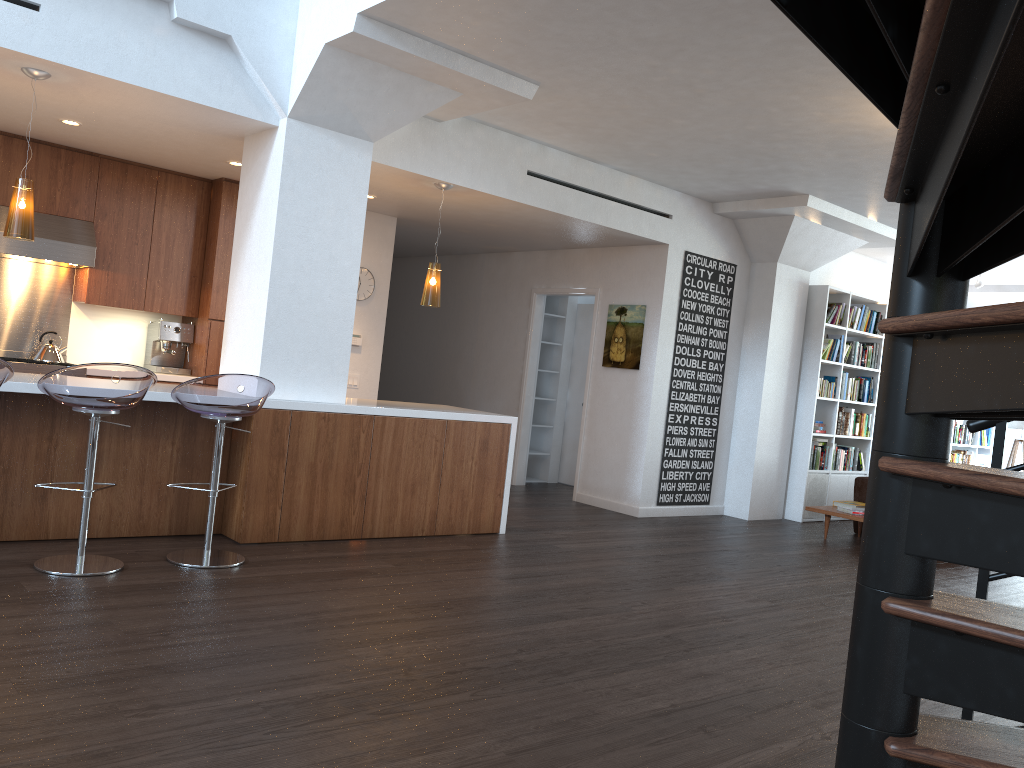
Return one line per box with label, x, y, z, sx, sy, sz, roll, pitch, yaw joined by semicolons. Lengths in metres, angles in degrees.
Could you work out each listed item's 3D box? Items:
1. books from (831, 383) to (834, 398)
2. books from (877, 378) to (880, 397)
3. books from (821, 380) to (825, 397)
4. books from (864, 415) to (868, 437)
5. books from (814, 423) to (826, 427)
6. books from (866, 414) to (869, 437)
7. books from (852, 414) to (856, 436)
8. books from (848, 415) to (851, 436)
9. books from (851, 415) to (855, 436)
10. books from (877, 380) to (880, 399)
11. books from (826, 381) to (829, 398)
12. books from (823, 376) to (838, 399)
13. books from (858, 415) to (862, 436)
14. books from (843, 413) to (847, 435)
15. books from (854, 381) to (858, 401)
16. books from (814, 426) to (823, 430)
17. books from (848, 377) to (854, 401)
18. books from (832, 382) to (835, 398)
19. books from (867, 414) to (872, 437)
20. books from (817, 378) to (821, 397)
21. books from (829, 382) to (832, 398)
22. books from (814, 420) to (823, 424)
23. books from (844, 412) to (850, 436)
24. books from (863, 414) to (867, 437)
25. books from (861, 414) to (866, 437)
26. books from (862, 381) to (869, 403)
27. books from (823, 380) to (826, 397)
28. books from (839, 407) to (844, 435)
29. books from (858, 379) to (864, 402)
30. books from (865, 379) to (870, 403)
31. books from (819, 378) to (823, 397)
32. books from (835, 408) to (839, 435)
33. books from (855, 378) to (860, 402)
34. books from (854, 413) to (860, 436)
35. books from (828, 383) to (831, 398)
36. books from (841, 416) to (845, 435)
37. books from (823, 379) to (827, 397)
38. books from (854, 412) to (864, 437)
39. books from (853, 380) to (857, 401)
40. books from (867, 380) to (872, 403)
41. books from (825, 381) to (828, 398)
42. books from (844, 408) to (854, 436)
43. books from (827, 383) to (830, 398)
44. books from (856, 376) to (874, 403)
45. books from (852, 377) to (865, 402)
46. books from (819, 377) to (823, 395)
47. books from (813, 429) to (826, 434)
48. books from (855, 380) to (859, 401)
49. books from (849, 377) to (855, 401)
books;3.291;0.065;9.247;0.032;0.162;0.106;6;1;-41
books;3.981;0.069;9.867;0.053;0.291;0.176;6;1;-41
books;3.153;0.043;9.142;0.022;0.178;0.128;6;1;-41
books;3.825;0.453;9.792;0.045;0.240;0.174;6;1;-41
books;3.118;0.417;9.215;0.174;0.032;0.254;7;1;44
books;3.858;0.452;9.808;0.026;0.250;0.160;6;1;-41
books;3.636;0.434;9.647;0.045;0.240;0.174;6;1;-41
books;3.560;0.435;9.557;0.027;0.223;0.161;6;1;-41
books;3.620;0.441;9.610;0.026;0.223;0.161;6;1;-41
books;4.009;0.075;9.914;0.049;0.284;0.198;6;1;-41
books;3.224;0.053;9.201;0.018;0.171;0.109;6;1;-41
books;3.329;0.034;9.298;0.042;0.231;0.140;6;1;-41
books;3.721;0.447;9.698;0.037;0.231;0.168;6;1;-41
books;3.492;0.419;9.502;0.038;0.241;0.159;6;1;-41
books;3.641;0.069;9.576;0.026;0.223;0.161;6;1;-41
books;3.120;0.451;9.217;0.197;0.033;0.284;7;1;24
books;3.568;0.050;9.517;0.057;0.245;0.170;6;1;-41
books;3.310;0.065;9.264;0.017;0.167;0.107;6;1;-41
books;3.882;0.452;9.825;0.034;0.253;0.183;6;1;-41
books;3.080;0.029;9.083;0.036;0.191;0.139;6;1;-41
books;3.267;0.061;9.235;0.020;0.167;0.120;6;1;-41
books;3.125;0.389;9.217;0.144;0.025;0.204;7;1;39
books;3.529;0.420;9.529;0.057;0.246;0.171;6;1;-41
books;3.801;0.444;9.761;0.034;0.253;0.183;6;1;-41
books;3.779;0.442;9.737;0.034;0.253;0.183;6;1;-41
books;3.797;0.077;9.706;0.045;0.239;0.174;6;1;-41
books;3.168;0.044;9.158;0.021;0.178;0.128;6;1;-41
books;3.441;0.386;9.426;0.044;0.298;0.140;6;1;-41
books;3.721;0.062;9.642;0.034;0.253;0.182;6;1;-41
books;3.823;0.073;9.737;0.034;0.253;0.182;6;1;-41
books;3.109;0.029;9.111;0.045;0.196;0.136;6;1;-41
books;3.336;0.381;9.377;0.066;0.284;0.198;6;1;-41
books;3.680;0.058;9.637;0.034;0.253;0.182;6;1;-41
books;3.690;0.437;9.663;0.057;0.246;0.171;6;1;-41
books;3.253;0.066;9.222;0.018;0.153;0.110;6;1;-41
books;3.467;0.434;9.461;0.048;0.207;0.144;6;1;-41
books;3.184;0.043;9.180;0.030;0.184;0.134;6;1;-41
books;3.751;0.439;9.718;0.034;0.253;0.183;6;1;-41
books;3.622;0.067;9.556;0.027;0.223;0.161;6;1;-41
books;3.856;0.076;9.751;0.034;0.253;0.182;6;1;-41
books;3.204;0.048;9.195;0.022;0.178;0.128;6;1;-41
books;3.593;0.405;9.585;0.053;0.290;0.176;6;1;-41
books;3.240;0.064;9.209;0.019;0.153;0.110;6;1;-41
books;3.898;0.062;9.800;0.102;0.294;0.176;6;1;-41
books;3.743;0.061;9.690;0.060;0.259;0.180;6;1;-41
books;3.134;0.030;9.134;0.020;0.200;0.127;6;1;-41
books;3.116;0.484;9.217;0.197;0.035;0.284;7;1;39
books;3.661;0.067;9.603;0.037;0.230;0.167;6;1;-41
books;3.598;0.051;9.546;0.026;0.250;0.159;6;1;-41
